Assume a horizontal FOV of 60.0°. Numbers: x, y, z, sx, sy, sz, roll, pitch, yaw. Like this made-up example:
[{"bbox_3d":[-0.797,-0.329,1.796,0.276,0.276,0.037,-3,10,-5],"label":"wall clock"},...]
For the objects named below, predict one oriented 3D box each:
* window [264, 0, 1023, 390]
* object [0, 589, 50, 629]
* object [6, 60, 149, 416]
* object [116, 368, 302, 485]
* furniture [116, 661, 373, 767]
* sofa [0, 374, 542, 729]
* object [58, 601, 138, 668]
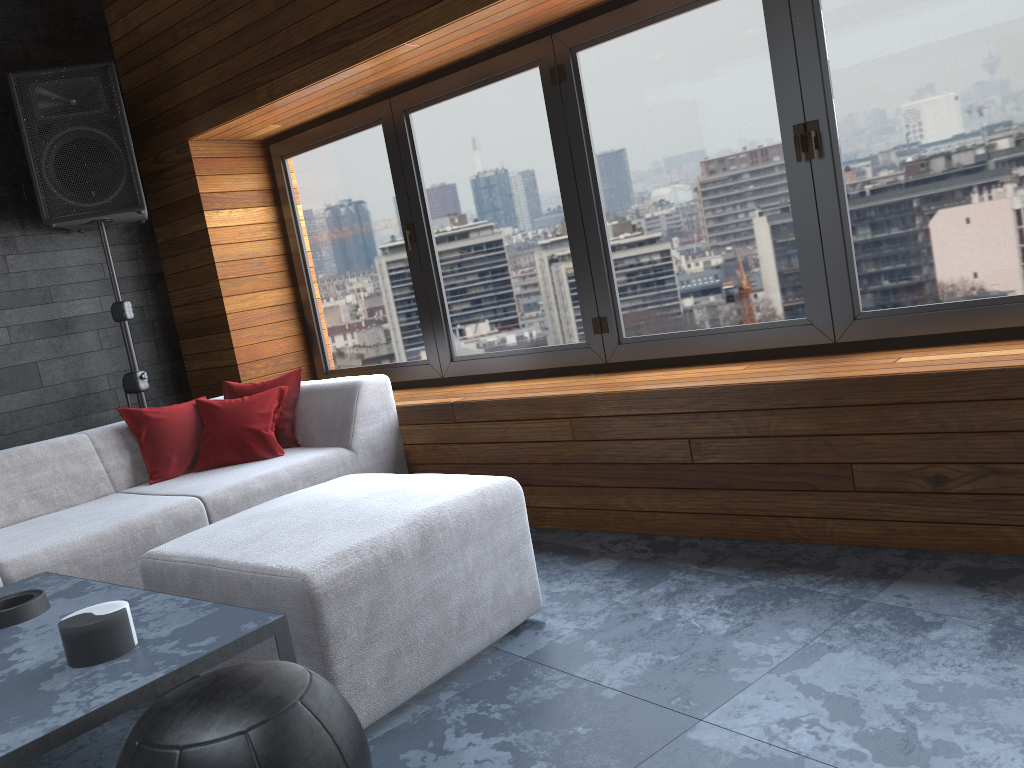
[{"bbox_3d":[1.014,-0.801,3.022,5.935,1.521,0.101,-4,9,40],"label":"window"},{"bbox_3d":[-1.176,0.530,2.082,0.160,0.040,0.160,-8,7,18],"label":"object"},{"bbox_3d":[-1.971,-0.317,4.304,0.639,2.298,0.686,-12,7,-12],"label":"object"},{"bbox_3d":[-1.218,0.182,3.791,0.528,0.354,0.742,-4,9,40],"label":"object"},{"bbox_3d":[-0.416,0.696,1.426,0.401,0.462,0.402,-12,7,-10],"label":"furniture"},{"bbox_3d":[-1.604,0.690,2.282,2.204,0.693,4.036,-4,9,40],"label":"sofa"},{"bbox_3d":[-0.804,0.485,1.724,0.126,0.081,0.126,-9,7,13],"label":"object"}]
